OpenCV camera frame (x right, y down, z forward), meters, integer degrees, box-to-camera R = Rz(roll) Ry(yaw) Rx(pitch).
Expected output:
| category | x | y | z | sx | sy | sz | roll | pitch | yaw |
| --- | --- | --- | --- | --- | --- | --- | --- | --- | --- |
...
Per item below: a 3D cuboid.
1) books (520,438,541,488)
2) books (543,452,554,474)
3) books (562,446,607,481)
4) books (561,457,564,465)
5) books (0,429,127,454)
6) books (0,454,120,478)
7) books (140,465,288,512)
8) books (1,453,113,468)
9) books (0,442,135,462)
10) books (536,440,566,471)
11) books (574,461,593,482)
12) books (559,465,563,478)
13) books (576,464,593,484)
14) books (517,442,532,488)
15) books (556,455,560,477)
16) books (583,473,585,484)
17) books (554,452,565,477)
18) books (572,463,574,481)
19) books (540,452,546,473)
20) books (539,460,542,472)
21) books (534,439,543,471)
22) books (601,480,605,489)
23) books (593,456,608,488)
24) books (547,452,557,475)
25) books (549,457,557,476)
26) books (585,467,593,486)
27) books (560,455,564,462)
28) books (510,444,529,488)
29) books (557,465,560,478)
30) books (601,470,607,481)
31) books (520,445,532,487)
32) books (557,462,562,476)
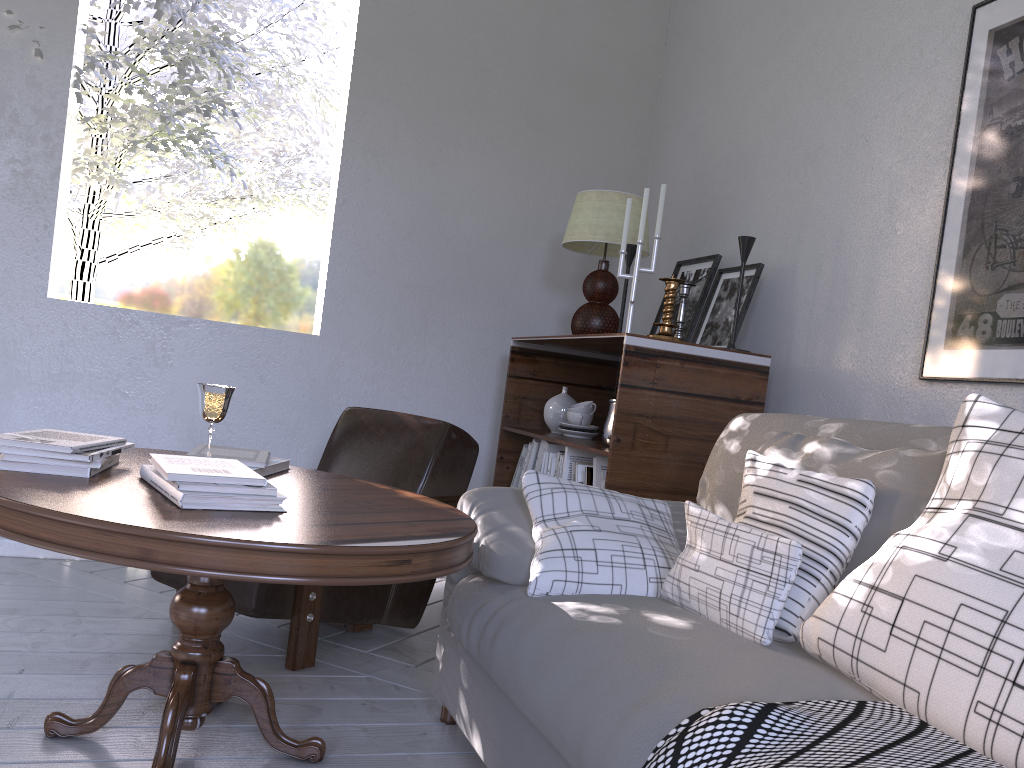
| category | x | y | z | sx | sy | sz | roll | pitch | yaw |
| --- | --- | --- | --- | --- | --- | --- | --- | --- | --- |
| books | 0.118 | 0.284 | 2.646 | 0.173 | 0.236 | 0.111 | 7 | 2 | -20 |
| books | 0.145 | 0.299 | 2.488 | 0.131 | 0.207 | 0.011 | 7 | 2 | -15 |
| books | 0.188 | 0.289 | 2.363 | 0.126 | 0.237 | 0.018 | 7 | 2 | -15 |
| books | 0.178 | 0.304 | 2.393 | 0.114 | 0.204 | 0.009 | 7 | 2 | -15 |
| books | -0.728 | 0.091 | 1.425 | 0.136 | 0.011 | 0.216 | 7 | 0 | -3 |
| books | -0.734 | 0.124 | 1.435 | 0.142 | 0.015 | 0.221 | 7 | 0 | -13 |
| books | -0.455 | 0.155 | 1.335 | 0.149 | 0.021 | 0.278 | 8 | 0 | -33 |
| books | -0.724 | 0.112 | 1.431 | 0.136 | 0.010 | 0.214 | 7 | 0 | -18 |
| books | -0.717 | 0.102 | 1.440 | 0.135 | 0.010 | 0.240 | 7 | 0 | -8 |
| books | 0.151 | 0.285 | 2.564 | 0.175 | 0.243 | 0.104 | 7 | 2 | -20 |
| books | 0.220 | 0.310 | 2.287 | 0.129 | 0.210 | 0.074 | 7 | 2 | -20 |
| books | 0.173 | 0.314 | 2.383 | 0.115 | 0.183 | 0.009 | 7 | 2 | -15 |
| books | 0.225 | 0.314 | 2.271 | 0.131 | 0.202 | 0.064 | 7 | 2 | -20 |
| books | 0.102 | 0.291 | 2.706 | 0.161 | 0.218 | 0.100 | 7 | 2 | -20 |
| books | 0.178 | 0.303 | 2.437 | 0.131 | 0.207 | 0.011 | 7 | 2 | -15 |
| books | 0.238 | 0.325 | 2.261 | 0.120 | 0.185 | 0.060 | 7 | 2 | -20 |
| books | 0.174 | 0.300 | 2.453 | 0.129 | 0.212 | 0.020 | 7 | 2 | -15 |
| books | 0.217 | 0.313 | 2.319 | 0.131 | 0.202 | 0.064 | 7 | 2 | -20 |
| books | 0.122 | 0.298 | 2.509 | 0.121 | 0.207 | 0.026 | 7 | 2 | -25 |
| books | 0.119 | 0.308 | 2.520 | 0.121 | 0.185 | 0.025 | 7 | 2 | -25 |
| books | 0.143 | 0.285 | 2.606 | 0.173 | 0.239 | 0.092 | 7 | 2 | -20 |
| books | 0.272 | 0.332 | 2.180 | 0.115 | 0.178 | 0.055 | 7 | 2 | -20 |
| books | 0.261 | 0.303 | 2.207 | 0.126 | 0.233 | 0.078 | 7 | 2 | -20 |
| books | 0.155 | 0.301 | 2.479 | 0.131 | 0.207 | 0.011 | 7 | 2 | -15 |
| books | 0.158 | 0.306 | 2.466 | 0.125 | 0.196 | 0.015 | 7 | 2 | -15 |
| books | 0.243 | 0.316 | 2.222 | 0.131 | 0.203 | 0.064 | 7 | 2 | -20 |
| books | 0.181 | 0.304 | 2.426 | 0.131 | 0.207 | 0.011 | 7 | 2 | -15 |
| books | 0.083 | 0.293 | 2.744 | 0.161 | 0.210 | 0.126 | 7 | 1 | -20 |
| books | 0.170 | 0.314 | 2.401 | 0.115 | 0.182 | 0.009 | 7 | 2 | -15 |
| books | 0.272 | 0.320 | 2.192 | 0.114 | 0.199 | 0.061 | 7 | 2 | -20 |
| books | 0.109 | 0.285 | 2.677 | 0.152 | 0.232 | 0.104 | 7 | 2 | -20 |
| books | 0.174 | 0.312 | 2.413 | 0.120 | 0.188 | 0.012 | 7 | 2 | -15 |
